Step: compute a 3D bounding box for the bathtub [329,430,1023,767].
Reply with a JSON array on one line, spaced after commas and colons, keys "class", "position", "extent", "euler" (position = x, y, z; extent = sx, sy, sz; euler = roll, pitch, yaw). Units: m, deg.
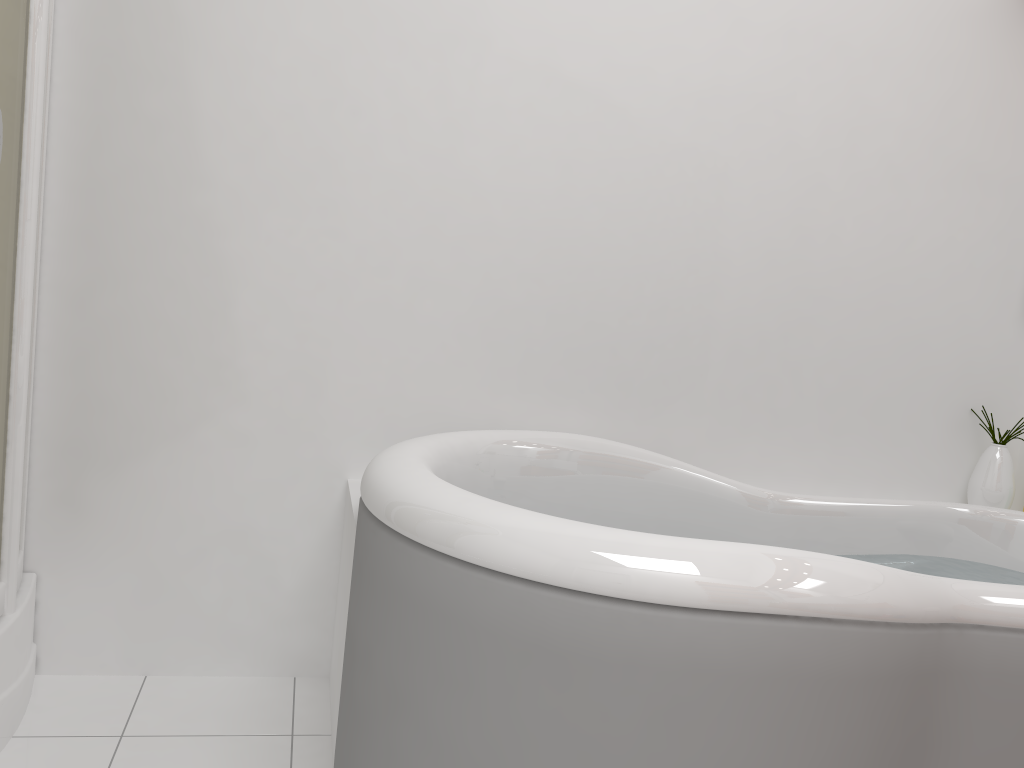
[{"class": "bathtub", "position": [0.602, 0.535, 1.814], "extent": [1.863, 0.674, 1.055], "euler": [5, 6, -13]}]

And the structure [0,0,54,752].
[{"class": "structure", "position": [-1.259, -0.426, 1.315], "extent": [0.933, 2.234, 0.932], "euler": [5, 6, -13]}]

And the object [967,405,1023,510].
[{"class": "object", "position": [1.304, 0.223, 2.366], "extent": [0.215, 0.326, 0.154], "euler": [8, 6, 17]}]
